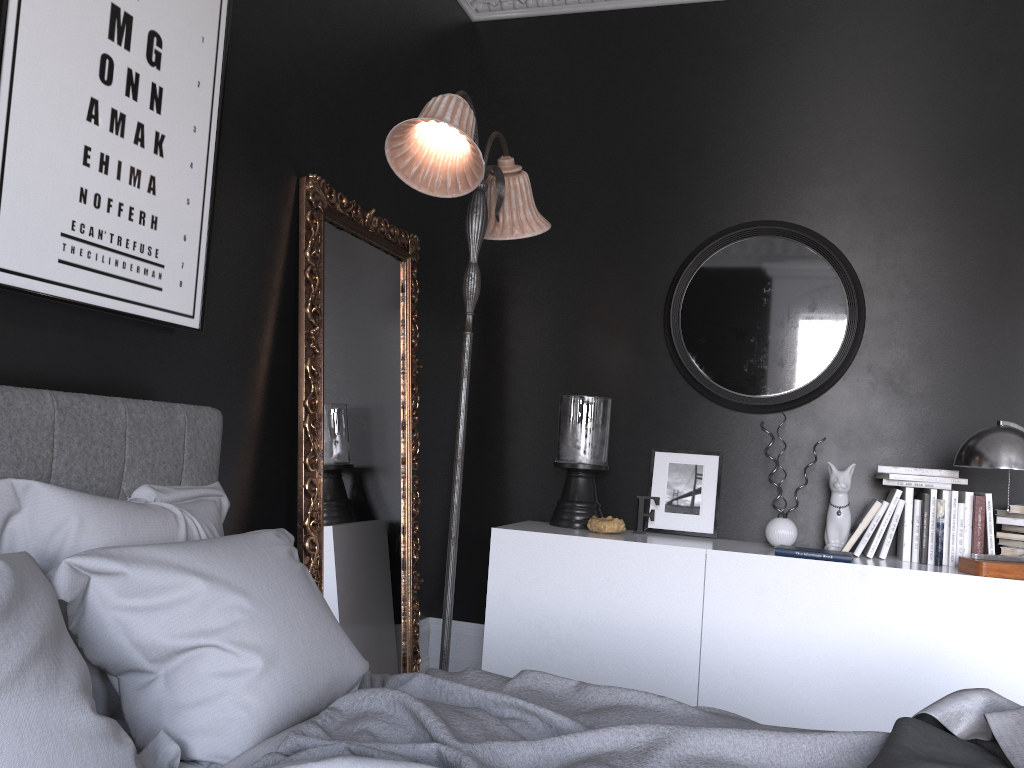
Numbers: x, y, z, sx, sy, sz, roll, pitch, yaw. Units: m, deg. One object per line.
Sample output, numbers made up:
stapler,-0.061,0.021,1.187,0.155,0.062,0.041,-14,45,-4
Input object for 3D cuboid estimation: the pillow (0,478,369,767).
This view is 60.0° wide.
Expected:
pillow,-0.842,0.467,1.661,0.680,0.759,1.833,3,-4,18

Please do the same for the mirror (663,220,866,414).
mirror,1.183,-0.322,4.205,0.924,0.923,0.061,3,-3,18

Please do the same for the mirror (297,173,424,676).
mirror,-0.585,0.362,3.619,0.254,2.190,0.992,3,-3,18

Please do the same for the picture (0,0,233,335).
picture,-1.024,-0.722,2.344,0.014,1.077,0.793,3,-3,18

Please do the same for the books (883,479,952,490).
books,1.720,0.425,3.758,0.258,0.026,0.195,2,-5,28

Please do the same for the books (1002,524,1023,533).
books,2.164,0.597,3.593,0.193,0.030,0.290,5,-4,-8

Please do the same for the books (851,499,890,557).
books,1.534,0.615,3.804,0.132,0.244,0.195,3,-4,18

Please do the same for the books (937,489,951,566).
books,1.812,0.600,3.744,0.030,0.306,0.221,3,-3,18

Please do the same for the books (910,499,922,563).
books,1.700,0.616,3.751,0.026,0.258,0.195,3,-3,18

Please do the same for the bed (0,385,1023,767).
bed,0.184,0.696,1.256,3.283,1.297,2.769,4,-4,6

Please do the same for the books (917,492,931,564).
books,1.720,0.600,3.719,0.030,0.289,0.193,3,-3,18

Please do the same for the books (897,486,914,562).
books,1.678,0.593,3.787,0.030,0.306,0.221,3,-3,18

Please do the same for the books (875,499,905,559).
books,1.612,0.613,3.779,0.091,0.256,0.195,3,-3,18

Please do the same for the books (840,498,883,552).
books,1.486,0.609,3.788,0.158,0.246,0.203,3,-4,18

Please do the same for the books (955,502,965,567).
books,1.855,0.623,3.701,0.026,0.258,0.195,3,-3,18

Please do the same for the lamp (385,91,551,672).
lamp,-0.184,0.238,3.107,0.987,2.409,0.772,7,-4,-39

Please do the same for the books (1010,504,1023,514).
books,2.160,0.513,3.586,0.220,0.030,0.307,1,-5,38

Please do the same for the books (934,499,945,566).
books,1.766,0.612,3.687,0.029,0.269,0.205,3,-3,18

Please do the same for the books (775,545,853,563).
books,1.221,0.684,3.579,0.289,0.030,0.193,2,-4,24

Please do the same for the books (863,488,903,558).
books,1.581,0.591,3.788,0.126,0.296,0.220,3,-3,18

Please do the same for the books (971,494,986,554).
books,1.917,0.608,3.683,0.038,0.295,0.236,3,-3,18

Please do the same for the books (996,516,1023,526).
books,2.172,0.568,3.599,0.221,0.030,0.306,8,-5,-42

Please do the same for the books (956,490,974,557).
books,1.892,0.603,3.718,0.030,0.306,0.221,3,-3,18

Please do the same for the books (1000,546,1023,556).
books,2.153,0.685,3.583,0.318,0.031,0.229,8,-5,-42

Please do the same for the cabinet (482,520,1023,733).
cabinet,1.104,1.147,3.764,2.395,0.881,0.571,3,-3,18

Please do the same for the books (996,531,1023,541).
books,2.153,0.627,3.605,0.193,0.030,0.289,7,-5,-41

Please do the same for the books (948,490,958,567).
books,1.829,0.598,3.709,0.024,0.307,0.220,3,-3,18

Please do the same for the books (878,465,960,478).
books,1.737,0.375,3.784,0.306,0.030,0.221,2,-5,28

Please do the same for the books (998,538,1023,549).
books,2.155,0.657,3.594,0.203,0.029,0.269,5,-4,-12

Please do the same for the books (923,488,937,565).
books,1.754,0.595,3.733,0.024,0.307,0.220,3,-3,18

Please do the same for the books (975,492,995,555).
books,1.957,0.604,3.668,0.050,0.307,0.220,3,-3,18

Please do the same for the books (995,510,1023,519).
books,2.177,0.543,3.620,0.220,0.024,0.307,5,-4,-7

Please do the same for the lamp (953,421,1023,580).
lamp,1.874,0.436,3.393,0.340,0.590,0.329,4,-3,-2

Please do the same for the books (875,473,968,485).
books,1.728,0.400,3.756,0.307,0.024,0.220,3,-4,8
